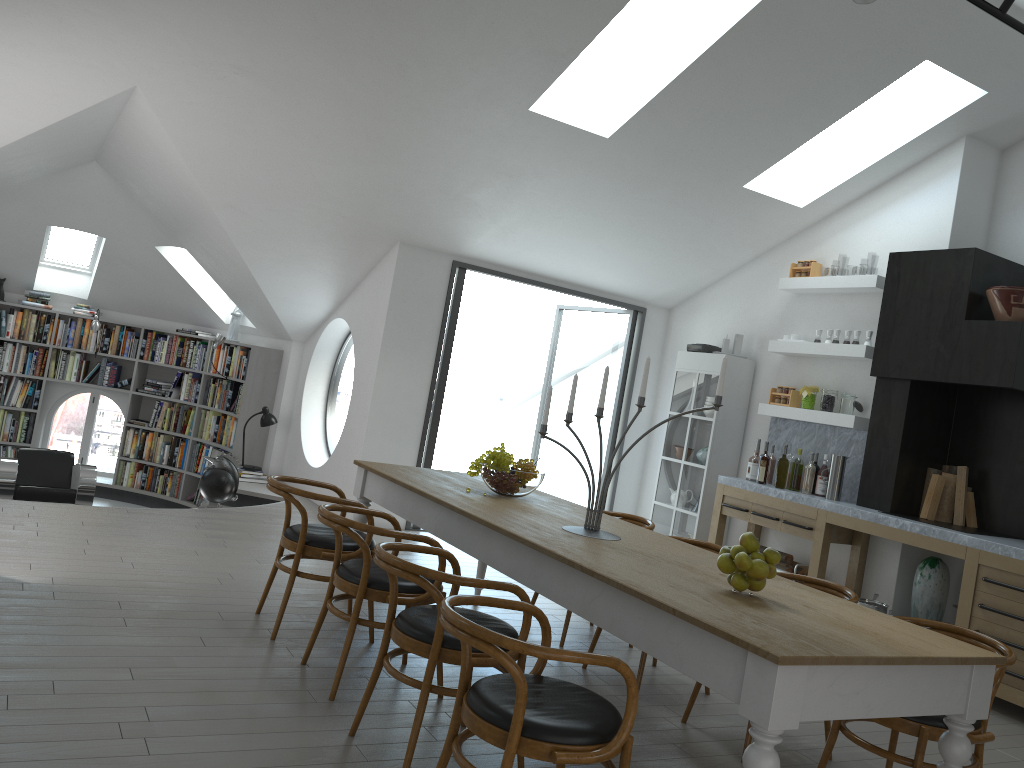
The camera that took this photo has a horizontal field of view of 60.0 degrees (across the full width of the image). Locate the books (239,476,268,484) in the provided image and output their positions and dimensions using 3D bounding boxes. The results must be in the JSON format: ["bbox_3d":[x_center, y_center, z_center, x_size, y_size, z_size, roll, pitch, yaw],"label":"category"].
[{"bbox_3d":[-2.706,0.954,9.069,0.364,0.042,0.388,10,-1,-29],"label":"books"}]

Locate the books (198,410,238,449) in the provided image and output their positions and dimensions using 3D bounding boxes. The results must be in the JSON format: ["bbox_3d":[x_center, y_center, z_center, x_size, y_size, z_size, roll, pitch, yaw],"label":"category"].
[{"bbox_3d":[-3.170,0.518,9.934,0.275,0.348,1.023,11,-1,-44],"label":"books"}]

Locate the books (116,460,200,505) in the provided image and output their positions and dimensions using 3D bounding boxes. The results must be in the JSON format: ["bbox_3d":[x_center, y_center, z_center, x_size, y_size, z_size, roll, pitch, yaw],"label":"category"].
[{"bbox_3d":[-3.933,1.144,10.269,1.499,0.311,0.359,10,-1,23],"label":"books"}]

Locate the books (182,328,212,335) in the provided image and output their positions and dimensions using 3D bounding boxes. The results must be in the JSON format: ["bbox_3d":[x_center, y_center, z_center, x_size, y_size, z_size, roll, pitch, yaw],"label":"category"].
[{"bbox_3d":[-3.723,-0.618,10.478,0.248,0.027,0.232,10,-1,33],"label":"books"}]

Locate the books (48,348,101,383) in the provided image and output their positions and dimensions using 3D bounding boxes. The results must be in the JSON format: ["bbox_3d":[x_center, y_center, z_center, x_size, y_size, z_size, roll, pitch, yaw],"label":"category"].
[{"bbox_3d":[-5.783,-0.321,9.702,0.592,0.371,2.521,9,-1,41],"label":"books"}]

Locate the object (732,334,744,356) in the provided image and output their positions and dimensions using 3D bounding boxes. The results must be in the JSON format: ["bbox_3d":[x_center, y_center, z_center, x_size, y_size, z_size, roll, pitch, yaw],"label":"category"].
[{"bbox_3d":[2.014,-0.338,7.924,0.072,0.211,0.071,10,-2,-6],"label":"object"}]

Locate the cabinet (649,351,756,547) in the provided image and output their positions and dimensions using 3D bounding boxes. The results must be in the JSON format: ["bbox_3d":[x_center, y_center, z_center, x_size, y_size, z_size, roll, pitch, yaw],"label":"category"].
[{"bbox_3d":[1.684,0.724,8.035,0.360,1.992,0.643,11,-2,-30],"label":"cabinet"}]

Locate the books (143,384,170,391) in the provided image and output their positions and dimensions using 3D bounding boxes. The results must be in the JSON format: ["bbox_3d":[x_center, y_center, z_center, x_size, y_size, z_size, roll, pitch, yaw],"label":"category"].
[{"bbox_3d":[-4.176,0.046,10.523,0.286,0.031,0.268,10,0,21],"label":"books"}]

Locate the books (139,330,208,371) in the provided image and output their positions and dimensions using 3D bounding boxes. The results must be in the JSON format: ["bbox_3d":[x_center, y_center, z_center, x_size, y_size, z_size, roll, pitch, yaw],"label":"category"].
[{"bbox_3d":[-3.910,-0.391,10.446,0.970,0.368,0.305,10,-1,14],"label":"books"}]

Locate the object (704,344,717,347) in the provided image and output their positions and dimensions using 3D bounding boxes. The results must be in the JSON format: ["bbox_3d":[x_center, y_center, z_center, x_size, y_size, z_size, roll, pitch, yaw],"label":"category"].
[{"bbox_3d":[1.796,-0.299,8.187,0.170,0.120,0.170,10,-1,-29],"label":"object"}]

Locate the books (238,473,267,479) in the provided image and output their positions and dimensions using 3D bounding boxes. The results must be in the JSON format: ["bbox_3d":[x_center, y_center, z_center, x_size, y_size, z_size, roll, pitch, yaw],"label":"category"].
[{"bbox_3d":[-2.700,0.918,9.070,0.285,0.034,0.305,10,-1,-39],"label":"books"}]

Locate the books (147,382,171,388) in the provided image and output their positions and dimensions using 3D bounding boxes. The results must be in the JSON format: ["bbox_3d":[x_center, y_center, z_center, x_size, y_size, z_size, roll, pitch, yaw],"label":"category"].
[{"bbox_3d":[-4.170,0.016,10.524,0.227,0.036,0.213,10,0,21],"label":"books"}]

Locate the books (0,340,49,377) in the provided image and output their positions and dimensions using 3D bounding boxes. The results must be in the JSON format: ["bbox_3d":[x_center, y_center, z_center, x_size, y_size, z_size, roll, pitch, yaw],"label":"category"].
[{"bbox_3d":[-5.770,-0.323,9.977,1.025,0.359,0.301,10,-1,-44],"label":"books"}]

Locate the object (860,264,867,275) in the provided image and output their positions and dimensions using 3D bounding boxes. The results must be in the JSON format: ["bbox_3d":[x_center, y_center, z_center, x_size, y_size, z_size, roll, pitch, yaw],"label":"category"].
[{"bbox_3d":[2.721,-0.875,6.865,0.071,0.099,0.071,9,-2,25],"label":"object"}]

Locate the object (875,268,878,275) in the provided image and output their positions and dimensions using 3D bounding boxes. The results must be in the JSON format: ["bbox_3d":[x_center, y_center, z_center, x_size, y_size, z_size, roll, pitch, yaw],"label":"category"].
[{"bbox_3d":[2.794,-0.859,6.917,0.093,0.093,0.094,10,-1,3],"label":"object"}]

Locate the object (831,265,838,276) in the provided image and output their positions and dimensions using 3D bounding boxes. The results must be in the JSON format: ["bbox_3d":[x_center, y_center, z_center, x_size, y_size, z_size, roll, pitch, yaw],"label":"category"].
[{"bbox_3d":[2.586,-0.896,7.107,0.071,0.099,0.071,9,-2,25],"label":"object"}]

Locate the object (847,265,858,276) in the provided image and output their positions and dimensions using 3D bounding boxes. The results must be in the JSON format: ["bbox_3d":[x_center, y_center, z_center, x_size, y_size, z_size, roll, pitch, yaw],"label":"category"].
[{"bbox_3d":[2.695,-0.881,7.032,0.082,0.105,0.081,9,-2,29],"label":"object"}]

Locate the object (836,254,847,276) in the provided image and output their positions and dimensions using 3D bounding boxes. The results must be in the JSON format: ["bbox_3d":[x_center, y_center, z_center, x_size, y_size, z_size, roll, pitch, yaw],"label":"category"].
[{"bbox_3d":[2.615,-0.937,7.039,0.063,0.187,0.063,9,-2,29],"label":"object"}]

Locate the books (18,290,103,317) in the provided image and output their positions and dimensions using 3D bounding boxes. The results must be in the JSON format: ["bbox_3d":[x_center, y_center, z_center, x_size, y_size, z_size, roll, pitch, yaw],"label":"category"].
[{"bbox_3d":[-5.773,-1.027,9.432,0.749,0.174,2.806,10,-1,31],"label":"books"}]

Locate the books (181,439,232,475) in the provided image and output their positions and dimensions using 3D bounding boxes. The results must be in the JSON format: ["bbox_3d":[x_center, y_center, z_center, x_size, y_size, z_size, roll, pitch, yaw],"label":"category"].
[{"bbox_3d":[-3.294,0.885,9.958,1.186,0.359,0.303,9,-1,42],"label":"books"}]

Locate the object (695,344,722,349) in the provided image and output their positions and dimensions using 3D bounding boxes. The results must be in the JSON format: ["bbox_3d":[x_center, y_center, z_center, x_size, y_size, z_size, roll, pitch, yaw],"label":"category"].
[{"bbox_3d":[1.794,-0.289,8.186,0.237,0.120,0.238,10,-1,-29],"label":"object"}]

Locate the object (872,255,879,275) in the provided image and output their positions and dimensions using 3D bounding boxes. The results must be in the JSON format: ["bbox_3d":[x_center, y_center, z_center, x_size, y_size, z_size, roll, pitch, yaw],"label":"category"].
[{"bbox_3d":[2.793,-0.903,6.842,0.054,0.179,0.054,8,-2,37],"label":"object"}]

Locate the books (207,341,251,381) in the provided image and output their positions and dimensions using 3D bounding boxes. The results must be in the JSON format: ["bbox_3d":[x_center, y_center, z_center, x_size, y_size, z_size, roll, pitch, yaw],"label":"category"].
[{"bbox_3d":[-3.054,-0.242,9.971,1.016,0.362,0.292,9,-1,43],"label":"books"}]

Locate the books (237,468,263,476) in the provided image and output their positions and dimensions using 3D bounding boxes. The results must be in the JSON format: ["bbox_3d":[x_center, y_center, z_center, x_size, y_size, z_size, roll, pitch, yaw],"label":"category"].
[{"bbox_3d":[-2.694,0.886,9.071,0.269,0.031,0.286,10,0,-19],"label":"books"}]

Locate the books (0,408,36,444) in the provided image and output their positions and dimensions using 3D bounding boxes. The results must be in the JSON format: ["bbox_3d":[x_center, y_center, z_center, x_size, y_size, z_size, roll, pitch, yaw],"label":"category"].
[{"bbox_3d":[-5.864,0.439,9.929,1.028,0.358,0.293,10,-1,-44],"label":"books"}]

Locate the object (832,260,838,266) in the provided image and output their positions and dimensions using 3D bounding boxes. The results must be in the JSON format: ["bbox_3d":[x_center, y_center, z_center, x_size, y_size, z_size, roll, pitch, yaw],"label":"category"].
[{"bbox_3d":[2.631,-0.923,7.229,0.048,0.169,0.048,11,-2,-21],"label":"object"}]

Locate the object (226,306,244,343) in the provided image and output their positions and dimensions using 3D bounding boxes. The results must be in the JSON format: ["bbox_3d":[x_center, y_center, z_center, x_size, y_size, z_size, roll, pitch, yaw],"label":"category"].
[{"bbox_3d":[-3.165,-0.716,10.137,0.178,0.473,0.179,11,-2,-20],"label":"object"}]

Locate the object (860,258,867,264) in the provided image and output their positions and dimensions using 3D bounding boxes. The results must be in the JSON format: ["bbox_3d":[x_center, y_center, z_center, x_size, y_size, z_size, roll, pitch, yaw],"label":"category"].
[{"bbox_3d":[2.766,-0.902,6.986,0.048,0.169,0.048,11,-2,-21],"label":"object"}]

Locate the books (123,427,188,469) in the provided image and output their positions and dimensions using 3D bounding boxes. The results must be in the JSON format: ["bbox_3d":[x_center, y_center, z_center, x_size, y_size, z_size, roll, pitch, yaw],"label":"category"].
[{"bbox_3d":[-4.126,0.741,10.405,0.873,0.351,0.271,10,-1,12],"label":"books"}]

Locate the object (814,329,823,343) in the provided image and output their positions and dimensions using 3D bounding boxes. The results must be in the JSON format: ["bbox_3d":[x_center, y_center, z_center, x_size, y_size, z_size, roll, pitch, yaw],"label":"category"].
[{"bbox_3d":[2.485,-0.382,7.191,0.063,0.124,0.068,11,-2,-36],"label":"object"}]

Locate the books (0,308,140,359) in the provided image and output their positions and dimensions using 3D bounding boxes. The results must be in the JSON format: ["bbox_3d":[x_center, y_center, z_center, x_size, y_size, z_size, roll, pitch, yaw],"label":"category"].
[{"bbox_3d":[-5.111,-0.601,10.303,1.562,0.367,0.394,10,-1,-24],"label":"books"}]

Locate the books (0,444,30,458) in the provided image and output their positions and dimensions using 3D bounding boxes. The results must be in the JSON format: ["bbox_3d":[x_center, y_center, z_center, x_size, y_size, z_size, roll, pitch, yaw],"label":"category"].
[{"bbox_3d":[-5.936,0.795,9.900,1.016,0.307,0.288,10,-1,-45],"label":"books"}]

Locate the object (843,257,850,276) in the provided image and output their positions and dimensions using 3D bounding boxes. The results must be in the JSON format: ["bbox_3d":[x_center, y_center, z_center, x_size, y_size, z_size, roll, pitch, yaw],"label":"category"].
[{"bbox_3d":[2.658,-0.925,7.085,0.054,0.179,0.054,8,-2,37],"label":"object"}]

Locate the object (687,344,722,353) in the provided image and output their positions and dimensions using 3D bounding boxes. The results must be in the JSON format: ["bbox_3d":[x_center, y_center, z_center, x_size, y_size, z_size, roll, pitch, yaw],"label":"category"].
[{"bbox_3d":[1.793,-0.280,8.186,0.298,0.120,0.299,10,-1,-29],"label":"object"}]

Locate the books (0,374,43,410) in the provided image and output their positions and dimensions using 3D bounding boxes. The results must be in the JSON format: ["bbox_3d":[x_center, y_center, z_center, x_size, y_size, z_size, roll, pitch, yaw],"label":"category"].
[{"bbox_3d":[-5.806,0.056,9.932,0.298,0.352,0.994,9,-1,44],"label":"books"}]

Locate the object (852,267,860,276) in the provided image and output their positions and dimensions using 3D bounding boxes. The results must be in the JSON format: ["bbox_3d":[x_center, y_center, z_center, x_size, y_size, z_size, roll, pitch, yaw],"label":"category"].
[{"bbox_3d":[2.707,-0.870,6.946,0.077,0.085,0.077,10,-1,3],"label":"object"}]

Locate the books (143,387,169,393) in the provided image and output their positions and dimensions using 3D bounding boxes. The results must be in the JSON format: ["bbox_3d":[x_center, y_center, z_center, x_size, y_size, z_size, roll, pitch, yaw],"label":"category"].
[{"bbox_3d":[-4.181,0.077,10.522,0.286,0.031,0.269,10,0,6],"label":"books"}]

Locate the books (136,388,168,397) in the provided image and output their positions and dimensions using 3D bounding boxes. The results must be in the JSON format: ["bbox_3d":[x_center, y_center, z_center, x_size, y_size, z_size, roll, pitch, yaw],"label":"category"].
[{"bbox_3d":[-4.187,0.109,10.521,0.388,0.042,0.365,10,0,11],"label":"books"}]

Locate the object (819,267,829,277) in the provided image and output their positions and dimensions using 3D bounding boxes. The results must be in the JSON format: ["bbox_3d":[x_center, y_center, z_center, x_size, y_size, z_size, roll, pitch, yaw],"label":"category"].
[{"bbox_3d":[2.559,-0.903,7.274,0.082,0.105,0.081,9,-2,29],"label":"object"}]

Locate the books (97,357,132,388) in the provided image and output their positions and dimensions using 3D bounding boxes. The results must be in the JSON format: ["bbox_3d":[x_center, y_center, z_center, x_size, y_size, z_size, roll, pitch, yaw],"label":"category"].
[{"bbox_3d":[-4.637,-0.119,10.472,0.398,0.341,0.224,10,-2,-9],"label":"books"}]

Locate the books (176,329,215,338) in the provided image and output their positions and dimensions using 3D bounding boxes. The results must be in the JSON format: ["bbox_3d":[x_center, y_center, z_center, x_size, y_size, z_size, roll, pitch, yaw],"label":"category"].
[{"bbox_3d":[-3.728,-0.590,10.477,0.336,0.036,0.316,10,0,23],"label":"books"}]

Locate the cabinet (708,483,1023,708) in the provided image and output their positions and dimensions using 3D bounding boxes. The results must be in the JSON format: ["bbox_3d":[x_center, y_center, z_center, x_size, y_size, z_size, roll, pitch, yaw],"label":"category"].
[{"bbox_3d":[3.576,1.645,4.765,1.001,1.023,6.439,11,-1,-29],"label":"cabinet"}]

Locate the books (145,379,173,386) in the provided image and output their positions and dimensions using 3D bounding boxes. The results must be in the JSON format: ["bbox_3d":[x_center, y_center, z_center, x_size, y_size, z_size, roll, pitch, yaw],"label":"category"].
[{"bbox_3d":[-4.165,-0.016,10.526,0.286,0.031,0.268,10,-1,41],"label":"books"}]

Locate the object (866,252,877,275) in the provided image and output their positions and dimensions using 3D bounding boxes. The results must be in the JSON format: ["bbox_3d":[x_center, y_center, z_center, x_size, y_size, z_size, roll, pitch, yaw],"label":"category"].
[{"bbox_3d":[2.750,-0.915,6.797,0.063,0.187,0.063,9,-2,29],"label":"object"}]

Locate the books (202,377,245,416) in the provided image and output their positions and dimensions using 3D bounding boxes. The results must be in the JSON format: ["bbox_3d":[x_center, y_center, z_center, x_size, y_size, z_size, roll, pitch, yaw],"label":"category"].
[{"bbox_3d":[-3.113,0.138,9.948,0.278,0.358,1.054,11,-1,-44],"label":"books"}]

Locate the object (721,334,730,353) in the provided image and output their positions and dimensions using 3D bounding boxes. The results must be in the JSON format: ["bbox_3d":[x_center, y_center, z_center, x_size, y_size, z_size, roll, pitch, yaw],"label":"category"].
[{"bbox_3d":[1.908,-0.350,7.916,0.054,0.196,0.054,10,-2,-5],"label":"object"}]

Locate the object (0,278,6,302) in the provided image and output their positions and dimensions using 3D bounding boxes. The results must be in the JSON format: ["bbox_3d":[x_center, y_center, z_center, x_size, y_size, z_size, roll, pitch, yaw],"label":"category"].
[{"bbox_3d":[-5.698,-1.054,9.882,0.146,0.265,0.202,11,-2,-33],"label":"object"}]

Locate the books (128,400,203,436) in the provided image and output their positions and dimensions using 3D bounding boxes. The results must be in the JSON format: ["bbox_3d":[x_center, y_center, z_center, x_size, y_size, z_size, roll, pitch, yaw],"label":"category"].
[{"bbox_3d":[-3.981,0.377,10.389,0.975,0.352,0.251,10,-2,13],"label":"books"}]

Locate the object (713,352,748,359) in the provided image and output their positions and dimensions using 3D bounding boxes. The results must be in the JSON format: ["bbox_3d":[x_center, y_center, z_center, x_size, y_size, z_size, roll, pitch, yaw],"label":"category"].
[{"bbox_3d":[1.946,-0.251,7.918,0.294,0.025,0.150,10,0,-5],"label":"object"}]

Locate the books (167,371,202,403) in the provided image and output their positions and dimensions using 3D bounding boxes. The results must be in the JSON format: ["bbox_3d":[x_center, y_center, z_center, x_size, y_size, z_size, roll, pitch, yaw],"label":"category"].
[{"bbox_3d":[-3.721,0.035,10.383,0.554,0.351,0.255,10,-2,17],"label":"books"}]

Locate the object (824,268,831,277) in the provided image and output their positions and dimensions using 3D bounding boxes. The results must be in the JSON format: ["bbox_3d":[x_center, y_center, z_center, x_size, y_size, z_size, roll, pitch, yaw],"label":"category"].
[{"bbox_3d":[2.572,-0.892,7.188,0.077,0.085,0.077,10,-1,3],"label":"object"}]
